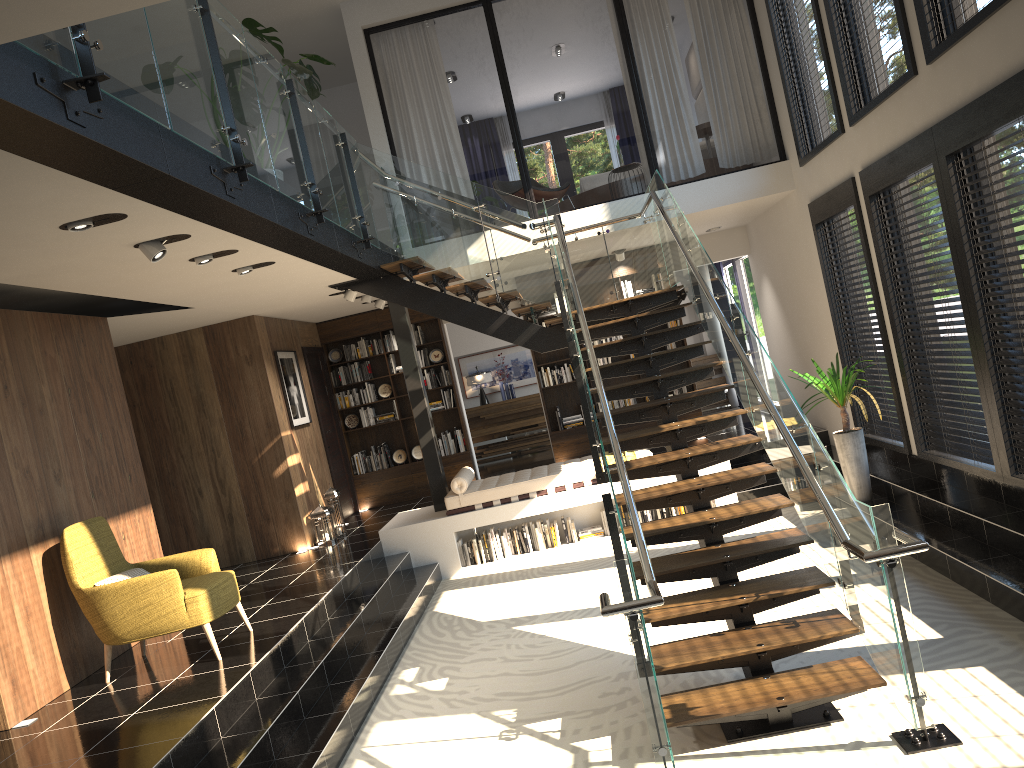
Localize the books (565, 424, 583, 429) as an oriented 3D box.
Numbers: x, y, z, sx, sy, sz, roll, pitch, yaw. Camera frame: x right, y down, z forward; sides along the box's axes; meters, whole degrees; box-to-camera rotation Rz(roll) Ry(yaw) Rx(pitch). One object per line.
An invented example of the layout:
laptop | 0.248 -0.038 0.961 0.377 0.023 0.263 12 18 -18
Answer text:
books | 0.862 0.587 12.313 0.247 0.026 0.148 -13 1 3

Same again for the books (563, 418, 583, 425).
books | 0.844 0.512 12.293 0.287 0.031 0.176 -13 1 2

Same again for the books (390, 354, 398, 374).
books | -1.649 -0.284 12.416 0.016 0.278 0.209 -12 2 4

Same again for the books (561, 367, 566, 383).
books | 0.713 -0.126 12.251 0.030 0.222 0.189 -12 2 4

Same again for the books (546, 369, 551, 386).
books | 0.504 -0.092 12.280 0.023 0.245 0.159 -12 2 4

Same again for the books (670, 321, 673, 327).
books | 2.180 -0.786 12.139 0.028 0.240 0.187 -12 2 4

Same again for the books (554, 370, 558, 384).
books | 0.608 -0.091 12.260 0.024 0.197 0.172 -12 2 4

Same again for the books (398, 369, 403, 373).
books | -1.467 -0.200 12.432 0.239 0.033 0.176 -13 1 1

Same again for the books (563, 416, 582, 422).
books | 0.838 0.485 12.306 0.271 0.025 0.156 -12 1 5

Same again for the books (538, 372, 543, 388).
books | 0.400 -0.060 12.299 0.025 0.227 0.156 -12 2 4

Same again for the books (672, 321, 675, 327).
books | 2.208 -0.785 12.154 0.023 0.225 0.146 -12 2 4

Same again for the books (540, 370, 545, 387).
books | 0.426 -0.071 12.302 0.028 0.237 0.134 -12 2 4

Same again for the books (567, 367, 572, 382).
books | 0.799 -0.137 12.260 0.030 0.205 0.170 -12 2 4

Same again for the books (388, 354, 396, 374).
books | -1.671 -0.280 12.412 0.027 0.279 0.166 -12 2 4

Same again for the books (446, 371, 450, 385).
books | -0.880 -0.087 12.327 0.023 0.200 0.120 -12 2 4

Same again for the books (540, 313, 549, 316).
books | 0.481 -0.972 12.237 0.273 0.025 0.156 -13 1 2

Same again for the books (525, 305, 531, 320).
books | 0.223 -1.004 12.249 0.032 0.250 0.167 -12 2 4

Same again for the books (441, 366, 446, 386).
books | -0.942 -0.113 12.333 0.018 0.278 0.114 -12 2 4

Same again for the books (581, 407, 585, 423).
books | 0.992 0.427 12.265 0.030 0.284 0.177 -12 2 4

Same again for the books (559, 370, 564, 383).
books | 0.686 -0.106 12.266 0.033 0.193 0.172 -12 1 4

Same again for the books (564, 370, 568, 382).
books | 0.747 -0.108 12.261 0.027 0.171 0.146 -12 2 4

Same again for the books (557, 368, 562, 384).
books | 0.657 -0.112 12.274 0.021 0.216 0.170 -12 2 4

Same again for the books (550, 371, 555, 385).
books | 0.558 -0.085 12.272 0.022 0.207 0.130 -12 2 4

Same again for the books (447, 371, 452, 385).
books | -0.857 -0.090 12.309 0.026 0.196 0.169 -12 2 4

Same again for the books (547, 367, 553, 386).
books | 0.526 -0.104 12.260 0.029 0.258 0.181 -12 2 4

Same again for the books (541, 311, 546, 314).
books | 0.476 -0.997 12.237 0.251 0.026 0.148 -12 1 8

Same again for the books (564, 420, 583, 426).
books | 0.851 0.539 12.308 0.271 0.025 0.156 -12 1 5

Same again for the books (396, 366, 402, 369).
books | -1.480 -0.255 12.425 0.264 0.021 0.189 -13 1 2

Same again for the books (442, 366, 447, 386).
books | -0.926 -0.117 12.313 0.016 0.278 0.201 -12 2 4

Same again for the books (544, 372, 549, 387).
books | 0.483 -0.064 12.263 0.028 0.199 0.175 -12 2 4

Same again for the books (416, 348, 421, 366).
books | -1.305 -0.364 12.370 0.049 0.286 0.259 -12 1 4

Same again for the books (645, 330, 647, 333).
books | 1.839 -0.712 12.190 0.025 0.243 0.119 -12 2 4

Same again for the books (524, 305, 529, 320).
books | 0.194 -1.004 12.259 0.026 0.263 0.156 -12 2 4

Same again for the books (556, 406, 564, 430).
books | 0.665 0.471 12.273 0.028 0.340 0.203 -12 2 4

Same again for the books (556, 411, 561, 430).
books | 0.649 0.509 12.321 0.025 0.270 0.156 -12 2 4

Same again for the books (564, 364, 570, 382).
books | 0.763 -0.155 12.237 0.029 0.256 0.167 -12 2 4

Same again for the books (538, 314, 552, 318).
books | 0.487 -0.947 12.234 0.268 0.026 0.156 -12 1 8

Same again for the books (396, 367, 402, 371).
books | -1.475 -0.230 12.417 0.266 0.030 0.209 -13 1 5

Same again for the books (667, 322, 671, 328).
books | 2.157 -0.770 12.150 0.026 0.219 0.156 -12 2 4

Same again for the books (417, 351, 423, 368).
books | -1.263 -0.347 12.369 0.025 0.235 0.231 -12 1 4

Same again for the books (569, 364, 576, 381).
books | 0.838 -0.162 12.237 0.070 0.236 0.206 -12 2 4

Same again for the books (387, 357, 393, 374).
books | -1.692 -0.257 12.440 0.028 0.242 0.194 -12 2 4

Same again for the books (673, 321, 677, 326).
books | 2.233 -0.771 12.125 0.023 0.189 0.197 -12 1 4

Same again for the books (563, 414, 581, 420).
books | 0.832 0.461 12.295 0.257 0.024 0.167 -13 1 4

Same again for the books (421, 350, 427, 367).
books | -1.228 -0.357 12.385 0.047 0.238 0.225 -12 1 4

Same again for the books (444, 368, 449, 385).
books | -0.904 -0.105 12.335 0.018 0.246 0.144 -12 2 4

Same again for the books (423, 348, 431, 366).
books | -1.190 -0.372 12.366 0.035 0.251 0.196 -12 2 4

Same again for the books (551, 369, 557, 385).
books | 0.580 -0.100 12.270 0.028 0.227 0.136 -12 2 4

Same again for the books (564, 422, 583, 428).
books | 0.855 0.564 12.296 0.258 0.024 0.167 -12 1 5

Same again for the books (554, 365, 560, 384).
books | 0.626 -0.133 12.261 0.029 0.272 0.152 -12 2 4

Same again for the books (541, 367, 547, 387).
books | 0.446 -0.098 12.266 0.028 0.282 0.168 -12 2 4

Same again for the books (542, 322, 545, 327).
books | 0.458 -0.729 12.238 0.034 0.245 0.127 -12 2 4

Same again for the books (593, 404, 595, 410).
books | 1.137 0.409 12.274 0.075 0.255 0.181 -12 2 4
